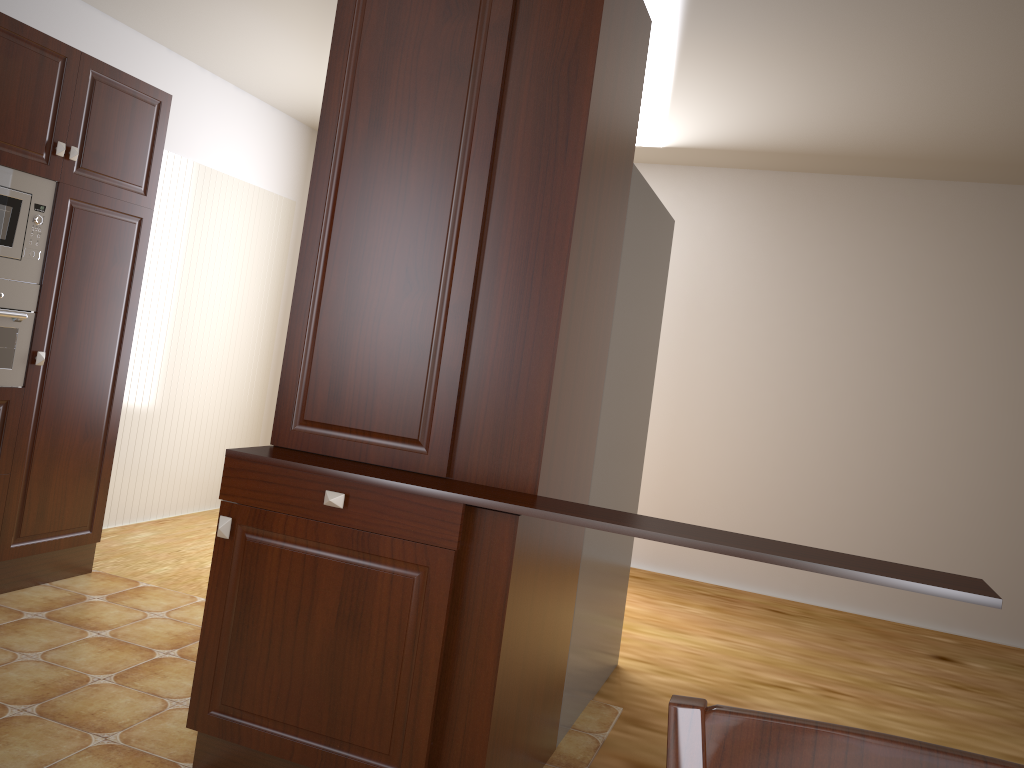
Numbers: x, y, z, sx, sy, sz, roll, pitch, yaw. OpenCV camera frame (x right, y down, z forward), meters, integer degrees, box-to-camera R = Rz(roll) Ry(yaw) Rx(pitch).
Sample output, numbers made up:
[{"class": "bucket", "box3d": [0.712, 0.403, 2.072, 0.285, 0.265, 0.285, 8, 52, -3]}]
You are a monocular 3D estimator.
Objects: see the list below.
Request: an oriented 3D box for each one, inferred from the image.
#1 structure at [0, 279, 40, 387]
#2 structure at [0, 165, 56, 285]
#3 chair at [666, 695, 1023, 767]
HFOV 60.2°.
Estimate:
[{"class": "structure", "box3d": [-1.827, -0.181, 2.993, 0.041, 0.376, 0.492, 7, -1, 18]}, {"class": "structure", "box3d": [-1.923, -0.581, 3.064, 0.317, 0.387, 0.492, 7, 0, 18]}, {"class": "chair", "box3d": [0.130, 0.553, 0.202, 0.406, 0.748, 0.456, 7, -2, 19]}]
